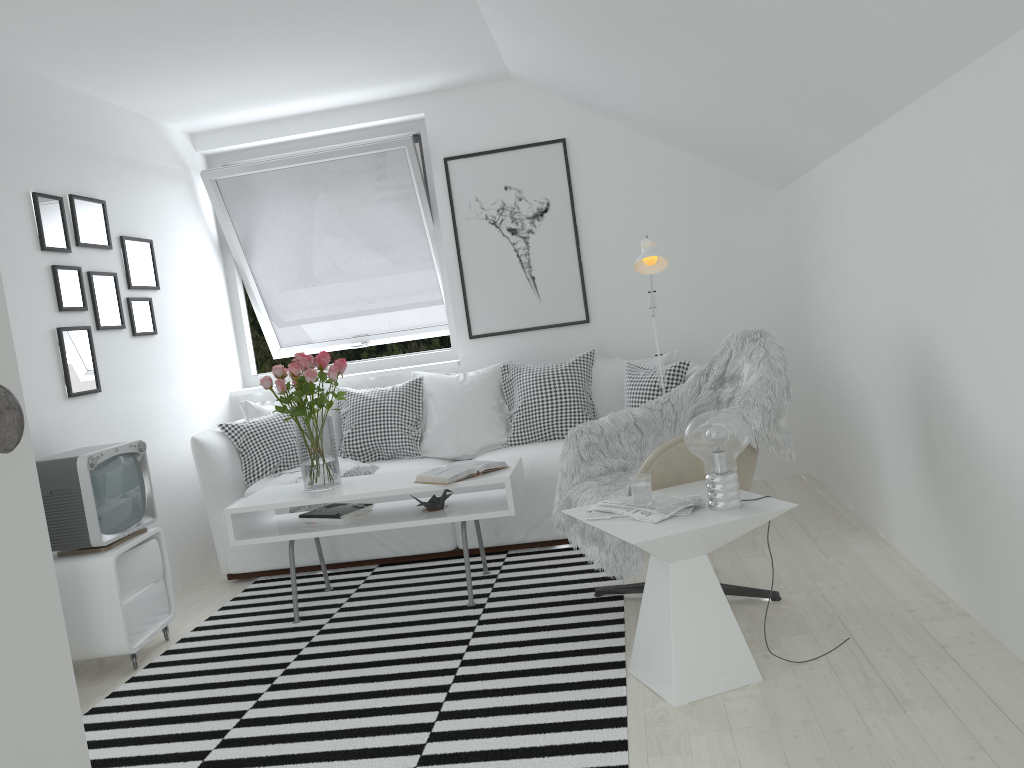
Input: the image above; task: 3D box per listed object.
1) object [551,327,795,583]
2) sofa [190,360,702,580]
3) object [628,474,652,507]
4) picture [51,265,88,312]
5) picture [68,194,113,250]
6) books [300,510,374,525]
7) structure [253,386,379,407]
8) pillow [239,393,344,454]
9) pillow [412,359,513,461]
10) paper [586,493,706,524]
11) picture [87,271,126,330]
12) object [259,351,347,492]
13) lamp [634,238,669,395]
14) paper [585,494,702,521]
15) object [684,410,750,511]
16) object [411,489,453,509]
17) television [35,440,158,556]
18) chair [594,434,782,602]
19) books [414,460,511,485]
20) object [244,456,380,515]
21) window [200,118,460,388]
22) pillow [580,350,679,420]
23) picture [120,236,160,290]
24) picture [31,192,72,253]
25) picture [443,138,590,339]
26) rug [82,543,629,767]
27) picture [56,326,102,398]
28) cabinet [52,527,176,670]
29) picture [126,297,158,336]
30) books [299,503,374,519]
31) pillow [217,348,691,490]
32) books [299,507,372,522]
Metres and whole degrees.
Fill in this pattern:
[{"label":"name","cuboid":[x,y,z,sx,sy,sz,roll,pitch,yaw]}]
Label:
[{"label":"object","cuboid":[0.616,0.231,3.326,0.954,0.789,0.784,-9,4,-12]},{"label":"sofa","cuboid":[-0.265,0.440,4.729,2.647,0.768,0.917,-7,4,7]},{"label":"object","cuboid":[0.385,0.317,2.637,0.067,0.087,0.067,-8,4,5]},{"label":"picture","cuboid":[-1.965,-0.424,3.946,0.018,0.202,0.196,-7,4,7]},{"label":"picture","cuboid":[-1.977,-0.757,4.168,0.021,0.236,0.275,-7,4,7]},{"label":"books","cuboid":[-0.761,0.578,3.845,0.259,0.014,0.191,-5,5,34]},{"label":"structure","cuboid":[-0.763,0.335,5.352,1.655,0.660,0.206,-7,4,7]},{"label":"pillow","cuboid":[-1.203,0.291,5.031,0.617,0.491,0.321,-9,5,-19]},{"label":"pillow","cuboid":[-0.275,0.161,4.885,0.599,0.505,0.391,-7,4,7]},{"label":"paper","cuboid":[0.394,0.363,2.641,0.205,0.024,0.312,-11,5,-33]},{"label":"picture","cuboid":[-1.926,-0.395,4.218,0.018,0.274,0.225,-7,4,7]},{"label":"object","cuboid":[-0.864,0.159,3.830,0.350,0.599,0.327,-6,5,27]},{"label":"lamp","cuboid":[0.638,0.085,3.727,0.196,1.373,0.527,-7,4,12]},{"label":"paper","cuboid":[0.394,0.366,2.641,0.312,0.015,0.205,-6,5,22]},{"label":"object","cuboid":[0.590,0.214,2.524,0.185,0.279,0.185,-8,4,1]},{"label":"object","cuboid":[-0.340,0.488,3.778,0.194,0.088,0.186,-8,4,-4]},{"label":"television","cuboid":[-1.641,0.445,3.499,0.273,0.374,0.414,-7,4,7]},{"label":"chair","cuboid":[0.638,0.335,3.333,0.776,0.941,0.719,-9,5,-18]},{"label":"books","cuboid":[-0.211,0.361,3.708,0.342,0.040,0.231,-12,6,-41]},{"label":"object","cuboid":[-0.966,0.527,4.706,0.670,0.291,0.831,-8,4,6]},{"label":"window","cuboid":[-3.236,-0.535,7.752,12.055,8.137,4.514,-7,4,7]},{"label":"pillow","cuboid":[0.642,0.057,4.754,0.623,0.498,0.333,-4,6,41]},{"label":"picture","cuboid":[-1.910,-0.618,4.562,0.019,0.266,0.290,-7,4,7]},{"label":"picture","cuboid":[-2.010,-0.702,3.876,0.018,0.248,0.196,-7,4,7]},{"label":"picture","cuboid":[0.027,-0.841,5.194,0.720,1.072,0.015,-7,4,7]},{"label":"rug","cuboid":[-0.533,0.998,3.046,1.846,0.004,4.362,-7,4,7]},{"label":"picture","cuboid":[-1.922,-0.103,3.944,0.019,0.306,0.232,-7,4,7]},{"label":"cabinet","cuboid":[-1.618,0.870,3.532,0.350,0.477,0.467,-8,4,1]},{"label":"picture","cuboid":[-1.881,-0.343,4.515,0.017,0.194,0.218,-7,4,7]},{"label":"books","cuboid":[-0.762,0.550,3.851,0.257,0.012,0.207,-5,5,35]},{"label":"pillow","cuboid":[-0.297,0.177,4.748,2.488,0.513,0.676,-7,4,9]},{"label":"books","cuboid":[-0.766,0.564,3.847,0.254,0.014,0.191,-5,5,32]}]
